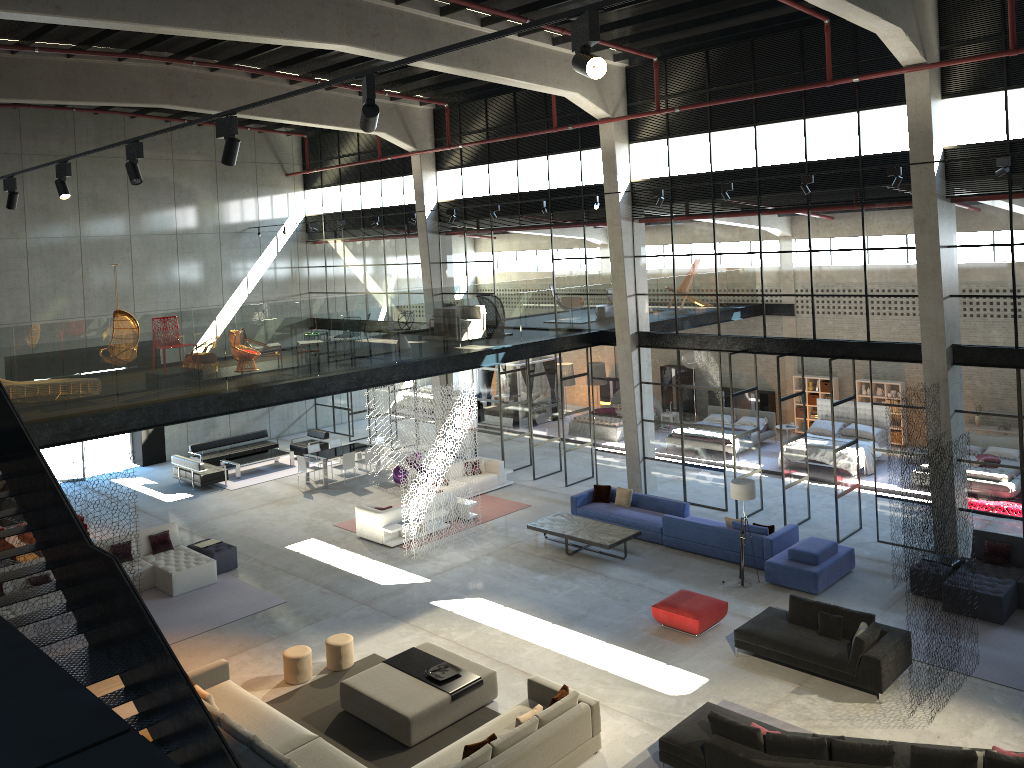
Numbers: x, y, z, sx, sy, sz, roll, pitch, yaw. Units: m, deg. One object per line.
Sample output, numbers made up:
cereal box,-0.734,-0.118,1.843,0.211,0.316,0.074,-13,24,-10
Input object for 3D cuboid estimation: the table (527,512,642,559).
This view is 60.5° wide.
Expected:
table,1.401,3.021,17.219,2.067,0.397,1.036,6,12,44

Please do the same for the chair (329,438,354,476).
chair,-4.689,1.996,24.105,0.545,0.868,0.423,0,4,44

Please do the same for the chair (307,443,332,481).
chair,-5.177,2.100,23.604,0.545,0.868,0.423,0,4,44

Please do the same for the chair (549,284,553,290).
chair,1.603,-2.331,24.736,0.978,1.025,0.795,-4,4,-17

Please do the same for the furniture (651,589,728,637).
furniture,2.763,3.536,13.602,0.856,0.375,0.862,5,11,44

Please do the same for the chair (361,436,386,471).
chair,-3.811,1.940,24.186,0.420,0.868,0.549,-1,4,44

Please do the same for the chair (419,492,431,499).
chair,-1.946,2.549,19.139,0.269,0.317,0.396,0,6,31

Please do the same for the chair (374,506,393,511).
chair,-2.667,2.705,18.419,0.402,0.334,0.284,-3,4,0

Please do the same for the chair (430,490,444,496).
chair,-1.710,2.507,19.330,0.399,0.321,0.268,-8,7,-43

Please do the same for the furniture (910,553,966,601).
furniture,7.021,3.155,14.450,0.967,0.453,0.510,-9,8,-40

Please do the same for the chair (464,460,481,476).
chair,-0.979,2.086,21.759,0.411,0.334,0.258,-4,4,-13

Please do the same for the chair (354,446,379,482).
chair,-3.870,2.082,23.305,0.545,0.868,0.423,0,4,44

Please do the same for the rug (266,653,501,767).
rug,-1.686,4.371,10.921,3.634,0.020,2.671,6,13,44

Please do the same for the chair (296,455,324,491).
chair,-5.237,2.242,22.723,0.420,0.868,0.549,-1,4,44

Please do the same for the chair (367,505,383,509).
chair,-2.845,2.691,18.624,0.390,0.271,0.321,-1,6,19

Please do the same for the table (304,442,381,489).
table,-4.521,2.146,23.455,0.901,0.754,1.818,3,9,44

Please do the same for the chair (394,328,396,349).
chair,-2.477,-1.200,19.585,0.564,0.798,0.610,-2,4,11

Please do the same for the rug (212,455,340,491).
rug,-6.968,2.428,24.837,2.414,0.025,3.420,6,12,44

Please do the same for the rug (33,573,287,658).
rug,-6.125,3.960,14.897,2.651,0.020,3.661,6,12,44

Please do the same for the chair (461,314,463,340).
chair,-1.179,-1.328,19.885,0.805,0.830,0.990,2,7,44

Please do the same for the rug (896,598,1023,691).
rug,7.371,3.719,12.221,3.634,0.020,2.671,6,13,44

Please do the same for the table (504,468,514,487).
table,-0.388,2.333,22.223,0.902,0.368,0.303,5,8,44

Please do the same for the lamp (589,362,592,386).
lamp,2.860,0.261,28.823,0.802,1.918,0.685,-3,2,-4

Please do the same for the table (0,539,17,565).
table,-10.629,3.525,17.670,0.912,0.421,0.919,5,10,44

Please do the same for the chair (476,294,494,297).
chair,-0.519,-1.713,21.621,0.686,0.983,0.835,-2,4,15

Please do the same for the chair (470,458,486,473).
chair,-0.853,2.053,21.921,0.381,0.336,0.255,-4,4,-12

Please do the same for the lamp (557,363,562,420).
lamp,1.829,0.289,28.969,0.802,1.918,0.685,-3,2,-4

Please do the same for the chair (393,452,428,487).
chair,-2.616,2.192,22.602,0.656,0.746,0.803,1,7,44

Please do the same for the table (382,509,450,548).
table,-1.989,3.020,18.378,0.300,0.367,1.583,1,9,44

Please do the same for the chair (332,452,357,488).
chair,-4.358,2.186,22.804,0.545,0.868,0.423,0,4,44

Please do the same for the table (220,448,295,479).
table,-7.189,2.238,24.813,0.902,0.406,1.818,5,11,44

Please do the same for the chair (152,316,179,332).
chair,-6.199,-0.729,16.044,0.661,0.978,0.650,0,5,44

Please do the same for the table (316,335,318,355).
table,-4.192,-0.854,18.837,0.392,0.515,0.416,-1,4,19

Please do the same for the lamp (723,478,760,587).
lamp,3.941,2.566,15.046,0.428,1.738,0.673,-2,2,42

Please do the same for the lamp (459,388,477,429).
lamp,-1.043,0.460,20.341,0.442,1.097,0.439,-4,2,-37

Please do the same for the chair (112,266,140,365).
chair,-6.939,-1.212,15.444,0.636,1.772,0.601,-2,2,19

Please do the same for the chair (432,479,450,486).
chair,-1.699,2.330,20.908,0.415,0.107,0.411,-3,8,1

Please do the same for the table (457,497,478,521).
table,-1.289,2.770,19.742,1.203,0.367,0.303,5,9,44

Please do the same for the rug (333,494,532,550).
rug,-1.752,2.967,19.811,2.651,0.020,3.661,6,12,44

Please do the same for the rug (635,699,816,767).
rug,3.112,4.417,9.132,3.634,0.020,2.671,6,13,44
